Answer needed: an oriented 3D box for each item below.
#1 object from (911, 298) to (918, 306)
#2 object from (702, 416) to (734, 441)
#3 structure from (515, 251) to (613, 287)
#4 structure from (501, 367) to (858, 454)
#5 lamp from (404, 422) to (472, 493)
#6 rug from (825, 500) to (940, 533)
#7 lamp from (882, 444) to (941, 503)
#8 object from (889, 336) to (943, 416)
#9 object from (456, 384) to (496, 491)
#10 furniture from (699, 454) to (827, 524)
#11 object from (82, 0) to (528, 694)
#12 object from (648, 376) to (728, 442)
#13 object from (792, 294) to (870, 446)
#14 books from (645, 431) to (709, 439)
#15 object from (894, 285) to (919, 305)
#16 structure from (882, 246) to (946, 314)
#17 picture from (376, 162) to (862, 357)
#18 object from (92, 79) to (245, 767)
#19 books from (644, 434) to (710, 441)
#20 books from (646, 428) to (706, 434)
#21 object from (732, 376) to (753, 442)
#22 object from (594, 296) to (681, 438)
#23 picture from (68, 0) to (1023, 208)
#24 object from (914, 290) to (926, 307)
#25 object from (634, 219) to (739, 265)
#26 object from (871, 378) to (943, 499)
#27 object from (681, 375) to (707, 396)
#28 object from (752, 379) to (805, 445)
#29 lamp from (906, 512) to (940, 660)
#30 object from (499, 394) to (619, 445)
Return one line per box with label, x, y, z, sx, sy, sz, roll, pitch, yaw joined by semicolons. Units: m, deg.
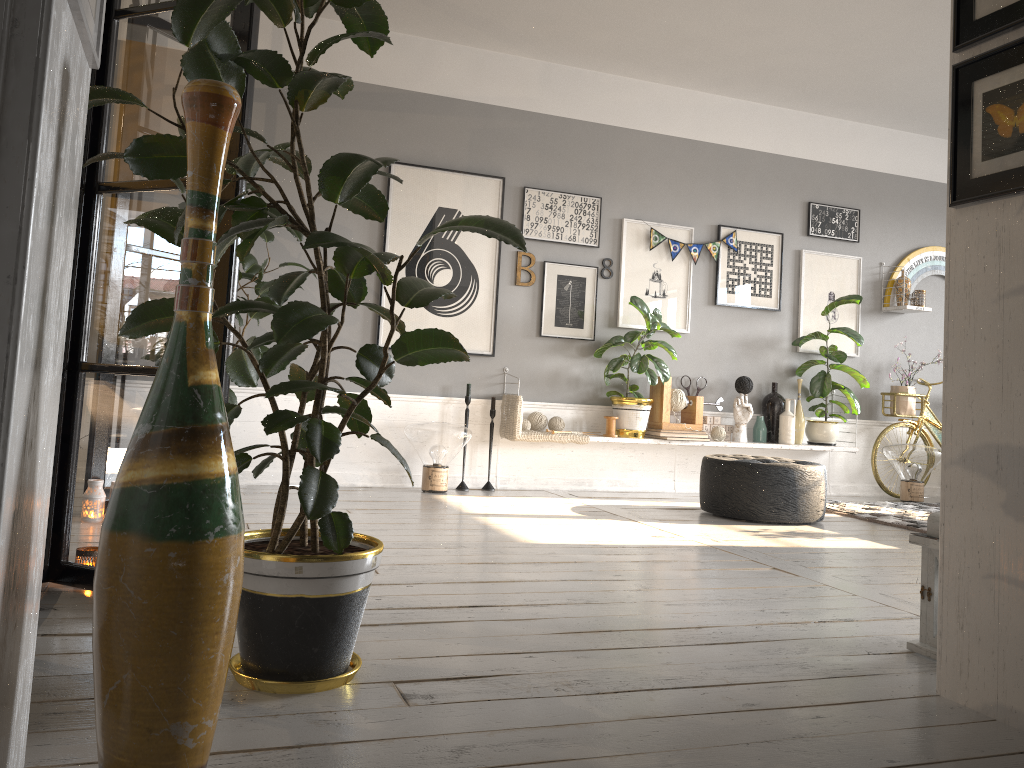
object;3.251;-0.649;7.141;0.062;0.082;0.062;6;-4;-44
object;1.500;0.326;6.508;0.264;0.174;0.078;4;-4;-14
structure;0.376;-0.790;6.232;0.738;0.264;0.024;4;-4;-20
structure;1.282;0.210;6.350;2.771;0.489;0.307;4;-3;-20
lamp;-0.477;0.460;5.586;0.432;0.439;0.431;3;-2;2
rug;3.139;0.878;5.275;1.767;0.034;2.523;4;0;-20
lamp;3.025;0.674;6.683;0.432;0.439;0.430;3;-2;11
object;3.221;-0.057;6.988;0.488;0.644;0.252;3;-4;-2
object;-0.220;0.344;5.837;0.279;0.704;0.091;5;-5;-27
furniture;1.503;0.616;5.317;0.733;0.358;0.735;4;-1;-33
object;-1.116;-0.271;3.516;1.009;1.801;3.890;5;-1;-20
object;1.277;0.181;6.318;0.544;0.442;0.238;4;-3;-20
object;2.415;-0.109;6.713;0.567;1.155;0.413;2;-4;19
books;1.157;0.355;6.260;0.383;0.029;0.259;4;-1;-19
object;3.124;-0.696;7.000;0.197;0.166;0.060;3;-4;14
structure;3.982;-0.655;7.391;2.018;0.960;0.266;4;-4;-20
picture;0.056;-0.932;3.978;7.280;1.803;4.033;4;-1;-20
object;-0.513;0.084;1.379;0.215;1.129;0.215;5;-5;-26
books;1.165;0.380;6.267;0.367;0.021;0.296;4;-1;-26
books;1.151;0.333;6.270;0.378;0.017;0.228;4;0;-23
object;1.688;0.182;6.485;0.154;0.485;0.136;5;-4;-20
object;0.867;-0.111;6.121;0.508;0.968;0.545;6;-4;-35
picture;0.263;-0.865;1.720;1.942;0.756;0.358;4;-4;-20
object;3.257;-0.677;7.062;0.085;0.140;0.085;5;-4;-27
object;1.319;-1.049;6.559;0.912;0.341;0.057;4;-4;-20
object;3.563;0.444;7.109;1.622;0.974;0.426;4;-4;-28
object;1.327;0.172;6.492;0.221;0.466;0.019;5;-4;-20
object;1.988;0.197;6.577;0.332;0.490;0.284;2;-4;30
lamp;1.312;0.520;2.435;0.286;0.480;0.286;5;-4;-21
object;0.337;0.245;5.978;0.783;0.308;0.328;4;-2;-19
